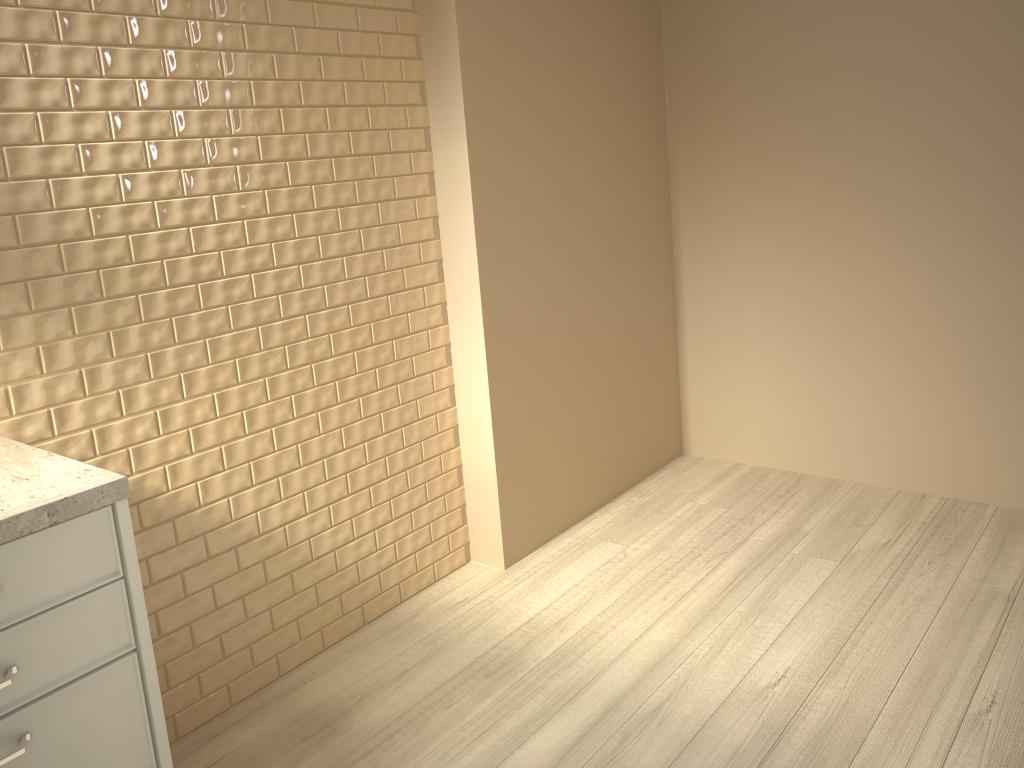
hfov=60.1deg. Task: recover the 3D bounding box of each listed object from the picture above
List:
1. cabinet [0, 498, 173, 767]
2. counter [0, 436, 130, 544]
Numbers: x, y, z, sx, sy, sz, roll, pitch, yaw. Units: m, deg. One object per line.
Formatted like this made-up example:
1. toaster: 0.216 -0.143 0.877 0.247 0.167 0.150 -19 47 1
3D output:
1. cabinet: -1.476 0.791 0.817 0.639 0.782 2.246 5 17 38
2. counter: -1.483 0.409 0.710 0.524 0.034 2.225 7 19 38
